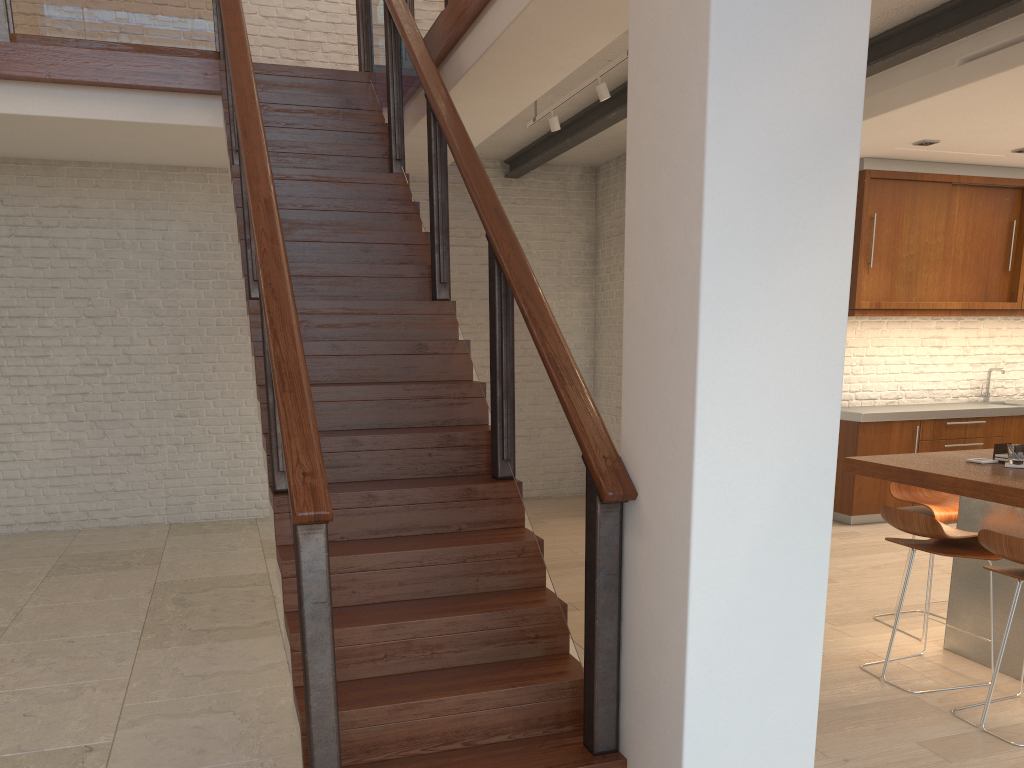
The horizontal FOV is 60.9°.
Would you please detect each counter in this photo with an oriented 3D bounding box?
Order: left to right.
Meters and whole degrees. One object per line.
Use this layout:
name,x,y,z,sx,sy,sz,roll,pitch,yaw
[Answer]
counter,4.673,0.270,6.265,3.323,0.072,3.444,-1,3,-18
counter,3.062,0.826,3.932,2.489,0.947,1.647,-2,5,-18

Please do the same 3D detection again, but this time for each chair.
chair,1.837,0.919,3.843,0.421,0.798,0.392,-4,11,-18
chair,2.173,0.885,4.524,0.403,0.798,0.410,-4,11,-18
chair,2.005,0.941,3.345,0.421,0.798,0.392,-4,11,-18

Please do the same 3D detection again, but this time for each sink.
sink,4.574,0.076,7.686,0.855,0.442,0.504,-2,7,-18

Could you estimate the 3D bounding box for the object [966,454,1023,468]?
object,2.243,0.345,3.935,0.205,0.036,0.281,-2,3,-18

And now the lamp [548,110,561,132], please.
lamp,0.260,-1.608,5.356,0.058,0.133,0.084,9,14,41

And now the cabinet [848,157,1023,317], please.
cabinet,4.178,-1.165,7.375,3.332,1.204,0.447,-2,11,-18

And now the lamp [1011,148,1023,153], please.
lamp,3.733,-1.719,6.341,0.123,0.057,0.121,-2,5,-18

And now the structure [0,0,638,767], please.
structure,0.796,-0.760,2.969,13.814,4.262,9.926,-2,4,-18

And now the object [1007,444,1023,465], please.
object,2.232,0.312,3.846,0.091,0.087,0.089,-3,8,-21

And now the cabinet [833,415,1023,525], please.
cabinet,4.929,-0.283,6.512,4.741,2.914,2.222,3,10,36

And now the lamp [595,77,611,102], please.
lamp,0.489,-1.580,4.688,0.086,0.133,0.059,-3,11,-16

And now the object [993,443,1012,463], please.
object,2.284,0.318,3.984,0.093,0.084,0.112,-3,7,-18

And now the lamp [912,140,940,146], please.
lamp,2.886,-1.699,6.071,0.123,0.057,0.121,-2,5,-18
